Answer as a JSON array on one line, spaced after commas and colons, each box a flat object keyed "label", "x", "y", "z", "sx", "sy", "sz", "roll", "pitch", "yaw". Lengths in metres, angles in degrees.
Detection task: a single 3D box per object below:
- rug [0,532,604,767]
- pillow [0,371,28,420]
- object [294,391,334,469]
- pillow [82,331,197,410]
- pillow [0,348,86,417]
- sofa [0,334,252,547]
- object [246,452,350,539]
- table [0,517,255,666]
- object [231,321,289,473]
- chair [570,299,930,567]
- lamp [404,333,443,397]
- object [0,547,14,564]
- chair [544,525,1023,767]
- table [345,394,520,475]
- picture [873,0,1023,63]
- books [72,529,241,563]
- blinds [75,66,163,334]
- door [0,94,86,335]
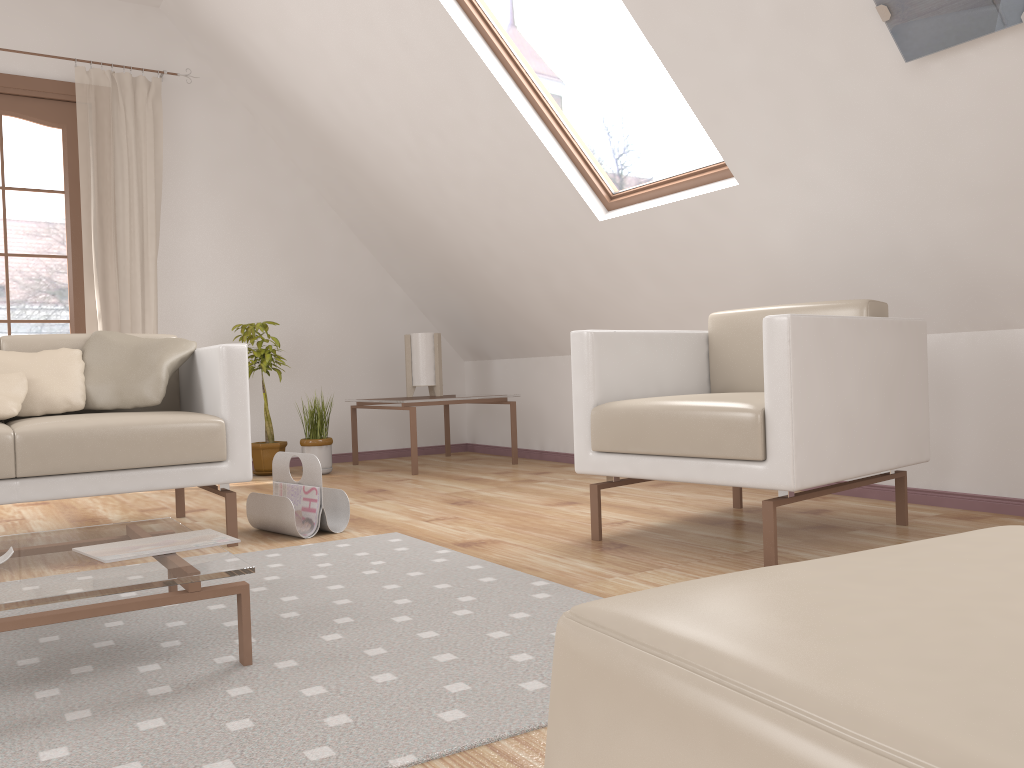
[{"label": "rug", "x": -1.136, "y": 0.534, "z": 1.490, "sx": 2.800, "sy": 0.007, "sz": 1.600, "roll": -2, "pitch": 1, "yaw": -32}, {"label": "pillow", "x": -1.672, "y": 0.039, "z": 2.683, "sx": 0.363, "sy": 0.170, "sz": 0.227, "roll": -2, "pitch": 1, "yaw": -27}, {"label": "object", "x": -1.057, "y": 0.247, "z": 4.822, "sx": 0.209, "sy": 0.480, "sz": 0.234, "roll": -2, "pitch": 1, "yaw": 24}, {"label": "pillow", "x": -1.302, "y": -0.054, "z": 3.036, "sx": 0.424, "sy": 0.276, "sz": 0.269, "roll": -2, "pitch": 1, "yaw": 17}, {"label": "pillow", "x": -1.591, "y": -0.008, "z": 2.907, "sx": 0.351, "sy": 0.225, "sz": 0.196, "roll": -2, "pitch": 1, "yaw": -27}, {"label": "sofa", "x": -1.827, "y": 0.193, "z": 2.639, "sx": 1.880, "sy": 0.706, "sz": 0.820, "roll": -2, "pitch": 1, "yaw": -32}, {"label": "object", "x": -0.736, "y": 0.369, "z": 3.034, "sx": 0.315, "sy": 0.267, "sz": 0.212, "roll": -1, "pitch": 1, "yaw": 45}, {"label": "table", "x": -1.141, "y": 0.442, "z": 1.566, "sx": 1.173, "sy": 0.190, "sz": 0.730, "roll": -2, "pitch": 1, "yaw": -32}, {"label": "object", "x": -1.392, "y": 0.072, "z": 4.907, "sx": 0.311, "sy": 0.846, "sz": 0.307, "roll": -3, "pitch": 1, "yaw": -40}, {"label": "chair", "x": 0.723, "y": 0.104, "z": 2.708, "sx": 0.820, "sy": 0.706, "sz": 0.748, "roll": -3, "pitch": 1, "yaw": -42}, {"label": "lamp", "x": -0.520, "y": -0.113, "z": 5.274, "sx": 0.221, "sy": 0.375, "sz": 0.180, "roll": -2, "pitch": 1, "yaw": 2}, {"label": "object", "x": -1.013, "y": 0.315, "z": 1.655, "sx": 0.143, "sy": 0.052, "sz": 0.064, "roll": -2, "pitch": 1, "yaw": -32}, {"label": "chair", "x": 0.324, "y": 0.301, "z": 0.440, "sx": 0.506, "sy": 0.394, "sz": 0.506, "roll": -2, "pitch": 1, "yaw": -28}, {"label": "table", "x": -0.462, "y": 0.271, "z": 5.115, "sx": 0.730, "sy": 0.390, "sz": 0.773, "roll": -2, "pitch": 1, "yaw": -34}, {"label": "picture", "x": 0.927, "y": -1.216, "z": 1.911, "sx": 0.683, "sy": 0.738, "sz": 0.650, "roll": -2, "pitch": 1, "yaw": -32}, {"label": "books", "x": -0.714, "y": 0.326, "z": 1.796, "sx": 0.280, "sy": 0.005, "sz": 0.192, "roll": -3, "pitch": 1, "yaw": -40}, {"label": "blinds", "x": -2.031, "y": -0.592, "z": 4.691, "sx": 0.424, "sy": 2.129, "sz": 0.123, "roll": -3, "pitch": 1, "yaw": -37}, {"label": "door", "x": -2.869, "y": -0.461, "z": 4.318, "sx": 1.546, "sy": 2.001, "sz": 0.098, "roll": -2, "pitch": 1, "yaw": -32}]
